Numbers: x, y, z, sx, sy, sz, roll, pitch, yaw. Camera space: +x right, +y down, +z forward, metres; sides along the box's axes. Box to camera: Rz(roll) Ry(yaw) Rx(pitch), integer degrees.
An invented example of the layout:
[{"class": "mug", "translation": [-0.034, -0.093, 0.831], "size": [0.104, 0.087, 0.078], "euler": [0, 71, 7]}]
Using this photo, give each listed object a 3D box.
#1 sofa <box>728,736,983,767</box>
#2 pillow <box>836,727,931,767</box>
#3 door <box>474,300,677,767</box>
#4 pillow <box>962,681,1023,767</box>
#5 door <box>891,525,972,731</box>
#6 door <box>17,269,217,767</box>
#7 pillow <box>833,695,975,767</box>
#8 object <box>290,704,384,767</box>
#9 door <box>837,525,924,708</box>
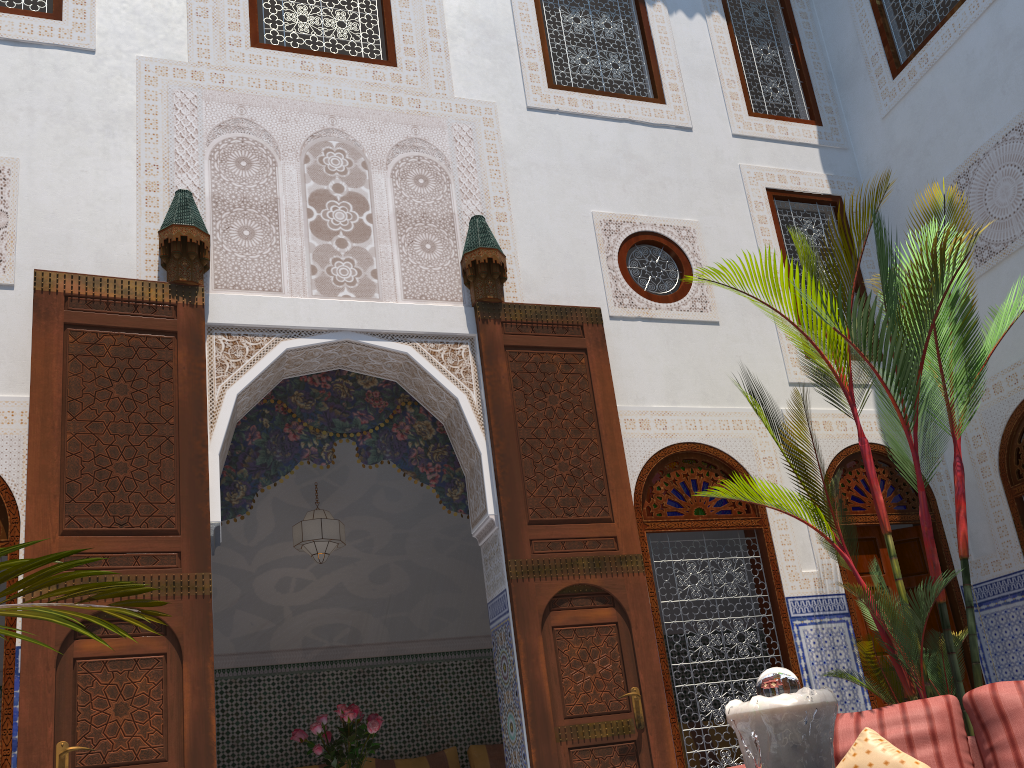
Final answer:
[{"class": "sofa", "translation": [1.283, 1.226, 2.342], "size": [1.383, 0.518, 0.756], "euler": [-18, -24, 24]}, {"class": "pillow", "translation": [1.025, 1.106, 2.462], "size": [0.309, 0.266, 0.133], "euler": [-22, -23, 34]}, {"class": "door", "translation": [0.260, 0.807, 3.453], "size": [0.582, 2.409, 0.129], "euler": [-1, -18, -19]}, {"class": "pillow", "translation": [1.578, 0.992, 2.411], "size": [0.567, 0.385, 0.316], "euler": [-16, -21, 20]}, {"class": "door", "translation": [1.939, 1.366, 4.016], "size": [0.287, 1.401, 0.025], "euler": [-11, -17, 11]}, {"class": "door", "translation": [-1.293, 0.760, 2.910], "size": [0.583, 2.409, 0.129], "euler": [0, -19, -24]}, {"class": "pillow", "translation": [1.089, 1.164, 2.643], "size": [0.591, 0.363, 0.310], "euler": [-18, -22, 24]}, {"class": "object", "translation": [-0.764, 1.756, 3.983], "size": [0.449, 0.571, 0.349], "euler": [-10, -19, 6]}, {"class": "door", "translation": [1.683, 1.327, 3.857], "size": [0.285, 1.401, 0.129], "euler": [-1, -18, -19]}]
